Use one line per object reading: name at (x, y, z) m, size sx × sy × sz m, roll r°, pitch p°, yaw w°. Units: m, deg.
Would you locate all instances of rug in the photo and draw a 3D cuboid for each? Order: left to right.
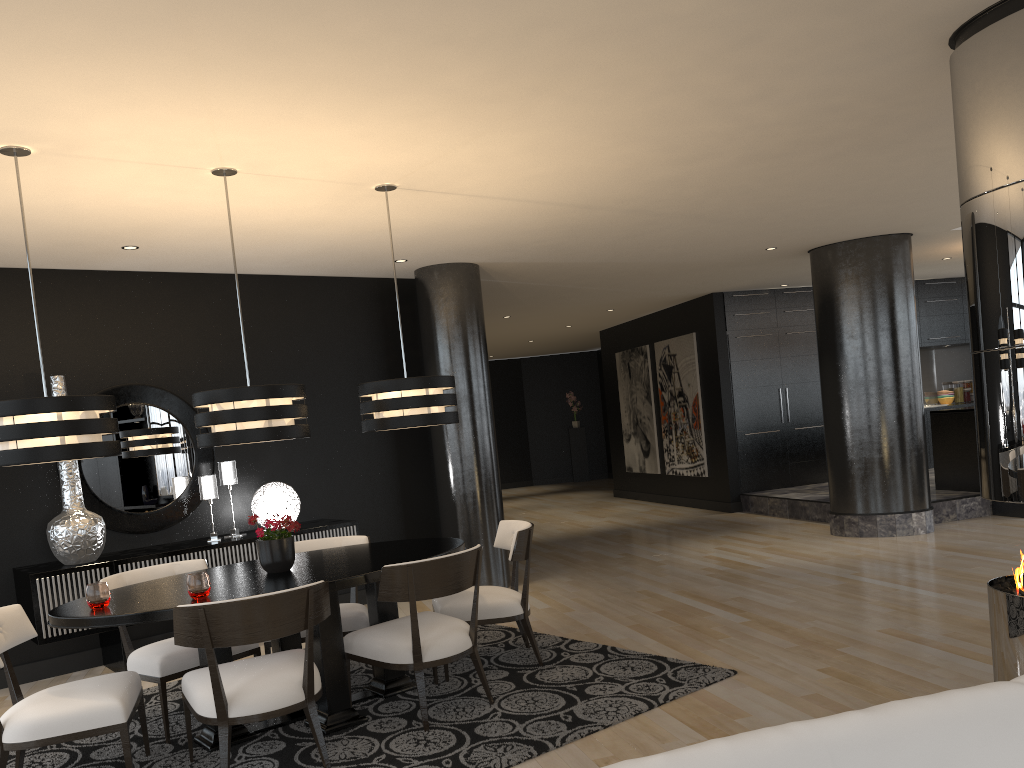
rug at (-1.138, 1.700, 4.419) m, size 3.703 × 0.011 × 2.728 m, roll -4°, pitch -3°, yaw -39°

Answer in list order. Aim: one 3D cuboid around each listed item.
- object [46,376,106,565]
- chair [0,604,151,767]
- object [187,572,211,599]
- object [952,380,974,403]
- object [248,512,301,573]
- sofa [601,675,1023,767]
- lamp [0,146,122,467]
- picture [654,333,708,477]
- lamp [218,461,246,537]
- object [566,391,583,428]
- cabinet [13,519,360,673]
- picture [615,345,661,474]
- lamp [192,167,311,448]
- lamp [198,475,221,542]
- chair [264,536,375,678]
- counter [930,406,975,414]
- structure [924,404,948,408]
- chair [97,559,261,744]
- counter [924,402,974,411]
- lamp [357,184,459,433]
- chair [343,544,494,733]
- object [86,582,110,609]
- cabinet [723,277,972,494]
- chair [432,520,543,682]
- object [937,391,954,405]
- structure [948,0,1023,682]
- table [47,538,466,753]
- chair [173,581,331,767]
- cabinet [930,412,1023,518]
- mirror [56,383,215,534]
object at (-2.852, 0.553, 5.683) m, size 0.342 × 1.212 × 0.344 m, roll -7°, pitch 3°, yaw -30°
chair at (-1.936, 1.351, 3.756) m, size 0.614 × 0.808 × 0.643 m, roll -6°, pitch 1°, yaw -18°
object at (-1.357, 0.873, 3.823) m, size 0.095 × 0.106 × 0.095 m, roll -6°, pitch 1°, yaw -27°
object at (6.494, 0.104, 12.630) m, size 0.364 × 0.317 × 0.113 m, roll -6°, pitch 2°, yaw -16°
object at (-1.166, 0.784, 4.382) m, size 0.236 × 0.299 × 0.229 m, roll -6°, pitch 1°, yaw -36°
sofa at (1.111, 0.947, 1.443) m, size 2.026 × 0.806 × 0.839 m, roll -5°, pitch 0°, yaw -16°
lamp at (-2.028, -0.328, 3.751) m, size 0.532 × 1.333 × 0.537 m, roll -7°, pitch 3°, yaw -39°
picture at (2.298, 0.311, 11.972) m, size 0.076 × 1.878 × 1.155 m, roll -7°, pitch 2°, yaw -16°
lamp at (-2.053, 0.838, 6.448) m, size 0.132 × 0.552 × 0.124 m, roll -5°, pitch 3°, yaw 14°
object at (1.325, 0.533, 18.632) m, size 0.339 × 0.789 × 0.227 m, roll -5°, pitch 3°, yaw 13°
cabinet at (-2.184, 1.504, 6.268) m, size 2.226 × 0.768 × 0.612 m, roll -4°, pitch 0°, yaw -38°
picture at (1.908, 0.409, 13.322) m, size 0.076 × 1.878 × 1.155 m, roll -7°, pitch 2°, yaw -16°
lamp at (-1.327, -0.374, 4.304) m, size 0.532 × 1.333 × 0.537 m, roll -7°, pitch 3°, yaw -39°
lamp at (-2.149, 0.884, 6.295) m, size 0.124 × 0.467 × 0.132 m, roll -6°, pitch 3°, yaw -16°
chair at (-1.098, 1.326, 5.108) m, size 0.641 × 0.808 × 0.616 m, roll -6°, pitch 1°, yaw -10°
counter at (6.116, 0.135, 9.295) m, size 3.106 × 0.032 × 1.182 m, roll -5°, pitch -3°, yaw -16°
structure at (5.412, 0.340, 12.068) m, size 0.898 × 0.067 × 0.521 m, roll -5°, pitch -2°, yaw -16°
chair at (-1.744, 1.370, 4.646) m, size 0.618 × 0.808 × 0.639 m, roll -5°, pitch 1°, yaw 37°
counter at (5.410, 0.364, 12.088) m, size 2.853 × 0.034 × 0.732 m, roll -5°, pitch -3°, yaw -16°
lamp at (-0.625, -0.420, 4.856) m, size 0.532 × 1.333 × 0.537 m, roll -7°, pitch 3°, yaw -39°
chair at (-0.451, 1.229, 4.363) m, size 0.618 × 0.808 × 0.639 m, roll -5°, pitch 1°, yaw 45°
object at (-1.790, 0.916, 3.817) m, size 0.095 × 0.106 × 0.095 m, roll -6°, pitch 1°, yaw 18°
cabinet at (5.372, -0.092, 12.041) m, size 5.712 × 2.534 × 0.728 m, roll -5°, pitch 2°, yaw -16°
chair at (-0.144, 1.231, 5.111) m, size 0.615 × 0.808 × 0.642 m, roll -6°, pitch 1°, yaw -10°
object at (6.148, 0.193, 12.507) m, size 0.204 × 0.206 × 0.185 m, roll -6°, pitch 1°, yaw -15°
structure at (2.201, -0.052, 3.331) m, size 0.584 × 2.750 × 0.893 m, roll -7°, pitch 3°, yaw -28°
table at (-1.118, 1.316, 4.426) m, size 2.095 × 0.771 × 1.214 m, roll -4°, pitch -2°, yaw -37°
chair at (-1.104, 1.270, 3.803) m, size 0.640 × 0.808 × 0.617 m, roll -6°, pitch 1°, yaw -28°
cabinet at (6.169, 0.669, 9.322) m, size 3.106 × 1.041 × 1.181 m, roll -5°, pitch 0°, yaw -16°
mirror at (-2.652, 0.532, 6.291) m, size 1.070 × 1.081 × 0.025 m, roll -6°, pitch 2°, yaw -38°
